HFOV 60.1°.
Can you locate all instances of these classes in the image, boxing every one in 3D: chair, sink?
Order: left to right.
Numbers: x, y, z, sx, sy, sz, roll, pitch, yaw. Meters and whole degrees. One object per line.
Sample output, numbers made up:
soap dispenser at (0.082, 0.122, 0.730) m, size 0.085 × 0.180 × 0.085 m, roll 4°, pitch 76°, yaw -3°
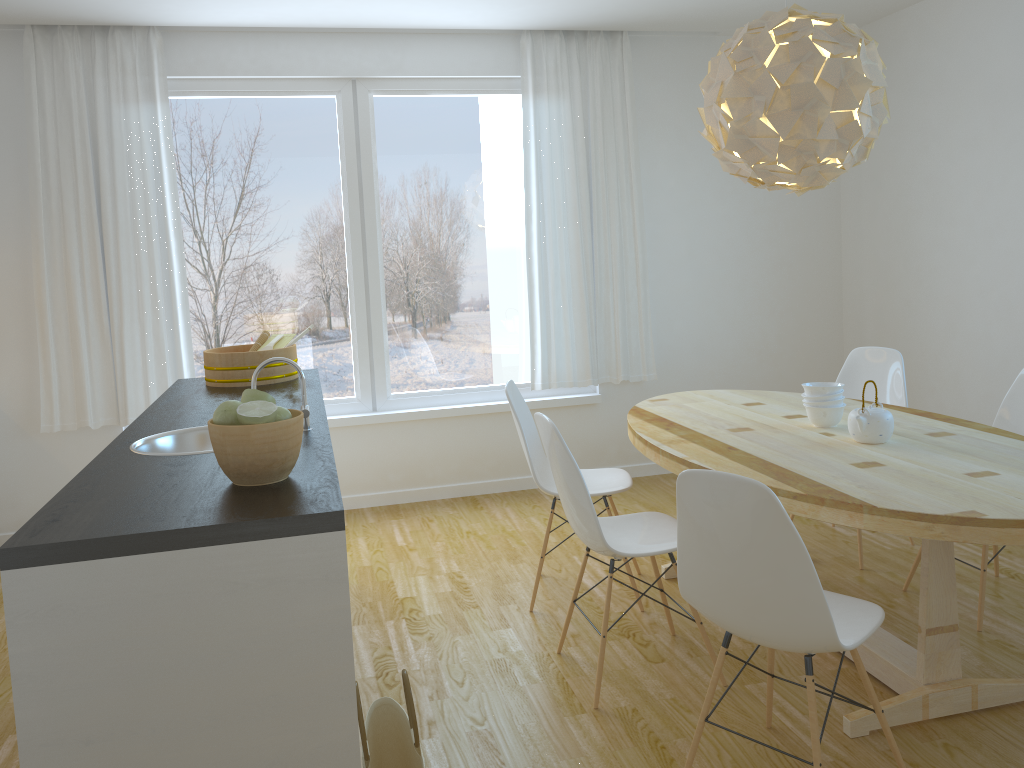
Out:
sink at (-0.850, 0.227, 2.484) m, size 0.404 × 0.156 × 0.407 m, roll 1°, pitch 9°, yaw 28°
chair at (0.261, 0.426, 3.675) m, size 0.523 × 0.896 × 0.432 m, roll -2°, pitch 5°, yaw 7°
chair at (0.688, 0.613, 2.246) m, size 0.525 × 0.896 × 0.430 m, roll -8°, pitch 8°, yaw -43°
chair at (1.554, 0.302, 4.083) m, size 0.525 × 0.896 × 0.431 m, roll -7°, pitch 7°, yaw -38°
chair at (1.848, 0.390, 3.380) m, size 0.523 × 0.896 × 0.432 m, roll -4°, pitch 6°, yaw -13°

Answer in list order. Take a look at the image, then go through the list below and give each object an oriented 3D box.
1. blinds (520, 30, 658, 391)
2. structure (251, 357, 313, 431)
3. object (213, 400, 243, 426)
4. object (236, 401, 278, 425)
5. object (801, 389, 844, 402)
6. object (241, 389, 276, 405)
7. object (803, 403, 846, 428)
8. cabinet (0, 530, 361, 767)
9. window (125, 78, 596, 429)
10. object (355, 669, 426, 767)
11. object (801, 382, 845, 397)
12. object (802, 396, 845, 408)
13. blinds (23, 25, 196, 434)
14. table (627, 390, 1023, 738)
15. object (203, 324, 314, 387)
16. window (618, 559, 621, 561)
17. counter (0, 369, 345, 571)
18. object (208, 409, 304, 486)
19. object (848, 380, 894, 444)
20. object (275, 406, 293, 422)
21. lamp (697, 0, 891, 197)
blinds at (0.453, -1.055, 5.247) m, size 0.795 × 2.148 × 0.150 m, roll -4°, pitch 5°, yaw -13°
structure at (-0.650, 0.034, 2.490) m, size 0.162 × 0.214 × 0.097 m, roll -4°, pitch 6°, yaw -13°
object at (-0.615, 0.083, 1.963) m, size 0.086 × 0.098 × 0.102 m, roll -2°, pitch 7°, yaw 8°
object at (-0.547, 0.074, 1.904) m, size 0.086 × 0.065 × 0.084 m, roll -3°, pitch 7°, yaw -1°
object at (1.159, 0.069, 3.301) m, size 0.150 × 0.095 × 0.153 m, roll -2°, pitch 7°, yaw 3°
object at (-0.582, 0.043, 2.027) m, size 0.077 × 0.071 × 0.074 m, roll -1°, pitch 7°, yaw 12°
object at (1.167, 0.116, 3.303) m, size 0.152 × 0.082 × 0.153 m, roll 1°, pitch 8°, yaw 26°
cabinet at (-0.869, 0.600, 2.832) m, size 0.601 × 0.904 × 2.414 m, roll -4°, pitch 8°, yaw -13°
window at (-0.862, -0.792, 5.149) m, size 2.729 × 1.908 × 0.089 m, roll -5°, pitch 5°, yaw -13°
object at (0.123, 0.842, 2.280) m, size 1.194 × 0.499 × 0.472 m, roll -8°, pitch 8°, yaw -35°
object at (1.160, 0.041, 3.300) m, size 0.152 × 0.086 × 0.153 m, roll -1°, pitch 8°, yaw 15°
object at (1.163, 0.093, 3.302) m, size 0.151 × 0.092 × 0.153 m, roll 1°, pitch 8°, yaw 26°
blinds at (-2.135, -0.837, 4.636) m, size 0.795 × 2.148 × 0.150 m, roll -4°, pitch 5°, yaw -14°
table at (1.118, 0.535, 3.226) m, size 1.195 × 0.721 × 2.202 m, roll -5°, pitch 8°, yaw -14°
object at (-1.089, -0.124, 3.738) m, size 0.378 × 0.213 × 0.433 m, roll -1°, pitch 8°, yaw 15°
window at (1.604, -0.507, 2.737) m, size 2.551 × 2.042 × 1.890 m, roll -4°, pitch 7°, yaw -13°
counter at (-0.893, 0.130, 2.793) m, size 0.601 × 0.040 × 2.415 m, roll -5°, pitch 9°, yaw -13°
object at (-0.564, 0.143, 1.968) m, size 0.205 × 0.141 × 0.206 m, roll 3°, pitch 9°, yaw 38°
object at (1.206, 0.092, 3.011) m, size 0.177 × 0.210 × 0.148 m, roll -4°, pitch 6°, yaw -14°
object at (-0.535, 0.091, 1.983) m, size 0.098 × 0.085 × 0.082 m, roll 3°, pitch 9°, yaw 41°
lamp at (0.972, -1.219, 3.077) m, size 0.647 × 1.129 × 0.642 m, roll -4°, pitch 6°, yaw -14°
